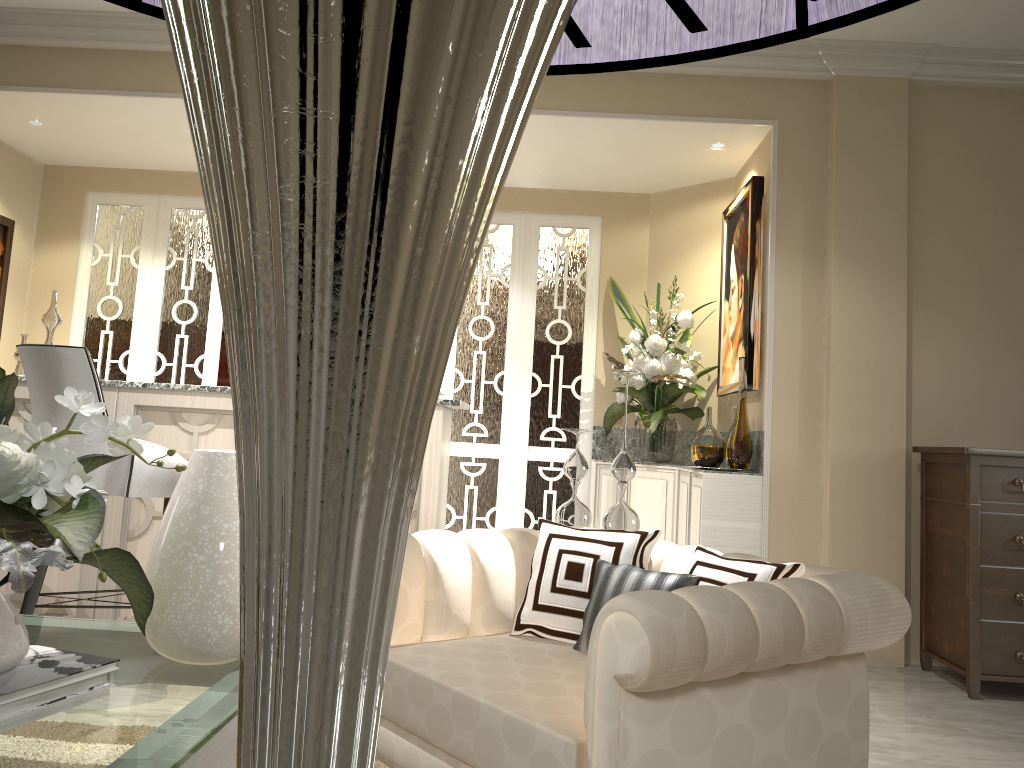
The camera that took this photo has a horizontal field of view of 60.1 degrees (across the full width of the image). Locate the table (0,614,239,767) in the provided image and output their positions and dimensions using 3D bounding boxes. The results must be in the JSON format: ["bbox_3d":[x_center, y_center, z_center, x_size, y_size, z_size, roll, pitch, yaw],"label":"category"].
[{"bbox_3d":[-1.090,0.641,1.384,1.300,0.347,1.052,3,-4,2],"label":"table"}]

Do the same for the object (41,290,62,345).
[{"bbox_3d":[-1.700,-0.182,3.260,0.109,0.332,0.109,3,-6,7],"label":"object"}]

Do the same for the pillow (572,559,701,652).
[{"bbox_3d":[0.232,0.442,1.683,0.238,0.188,0.126,0,-7,37],"label":"pillow"}]

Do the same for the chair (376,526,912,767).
[{"bbox_3d":[0.186,0.591,1.663,0.731,0.554,0.848,7,-6,-38],"label":"chair"}]

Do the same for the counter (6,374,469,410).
[{"bbox_3d":[-1.336,0.012,3.242,2.338,0.021,0.377,3,-4,2],"label":"counter"}]

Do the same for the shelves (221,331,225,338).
[{"bbox_3d":[-0.881,-0.001,6.180,2.999,2.001,0.182,3,-6,2],"label":"shelves"}]

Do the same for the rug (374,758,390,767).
[{"bbox_3d":[-1.187,0.732,0.782,2.971,0.022,2.658,3,-3,2],"label":"rug"}]

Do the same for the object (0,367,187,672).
[{"bbox_3d":[-0.841,0.196,1.348,0.547,0.477,0.508,3,-5,3],"label":"object"}]

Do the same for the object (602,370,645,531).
[{"bbox_3d":[0.361,0.266,2.864,0.121,0.616,0.120,4,-6,-3],"label":"object"}]

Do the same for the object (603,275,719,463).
[{"bbox_3d":[0.722,-0.089,4.232,0.541,0.964,0.613,3,-6,0],"label":"object"}]

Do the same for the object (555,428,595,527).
[{"bbox_3d":[0.205,0.356,2.888,0.121,0.419,0.120,3,-6,7],"label":"object"}]

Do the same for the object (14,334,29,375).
[{"bbox_3d":[-1.800,-0.103,3.254,0.051,0.162,0.051,4,-6,-3],"label":"object"}]

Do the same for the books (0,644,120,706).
[{"bbox_3d":[-0.838,0.436,1.358,0.341,0.016,0.273,2,-4,19],"label":"books"}]

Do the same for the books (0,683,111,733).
[{"bbox_3d":[-0.841,0.472,1.343,0.343,0.019,0.253,2,-4,18],"label":"books"}]

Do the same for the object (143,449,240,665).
[{"bbox_3d":[-0.561,0.322,1.686,0.252,0.388,0.250,4,-6,-3],"label":"object"}]

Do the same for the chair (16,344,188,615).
[{"bbox_3d":[-1.212,0.382,2.612,0.540,0.957,0.456,6,-6,-23],"label":"chair"}]

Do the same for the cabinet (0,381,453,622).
[{"bbox_3d":[-1.382,0.447,3.190,2.258,0.859,0.349,3,-6,2],"label":"cabinet"}]

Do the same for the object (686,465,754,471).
[{"bbox_3d":[0.840,0.343,3.575,0.270,0.013,0.270,4,-4,-14],"label":"object"}]

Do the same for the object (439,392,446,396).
[{"bbox_3d":[-0.258,-0.065,3.206,0.055,0.214,0.055,4,-6,-3],"label":"object"}]

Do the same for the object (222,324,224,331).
[{"bbox_3d":[-2.025,-0.434,6.239,0.037,0.133,0.039,3,-6,5],"label":"object"}]

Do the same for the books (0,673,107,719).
[{"bbox_3d":[-0.845,0.453,1.348,0.337,0.019,0.253,2,-4,16],"label":"books"}]

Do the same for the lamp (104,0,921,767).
[{"bbox_3d":[-0.031,-0.086,0.210,0.473,0.685,0.472,6,-6,-23],"label":"lamp"}]

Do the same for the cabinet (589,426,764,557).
[{"bbox_3d":[0.766,0.623,3.961,0.510,0.845,1.226,6,-5,-22],"label":"cabinet"}]

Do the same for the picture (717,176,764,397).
[{"bbox_3d":[0.991,-0.396,3.865,0.049,0.881,0.593,3,-6,2],"label":"picture"}]

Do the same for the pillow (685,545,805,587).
[{"bbox_3d":[0.402,0.428,1.644,0.164,0.224,0.251,7,-6,-35],"label":"pillow"}]

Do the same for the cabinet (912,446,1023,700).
[{"bbox_3d":[1.897,0.651,3.083,0.824,0.818,0.425,3,-6,2],"label":"cabinet"}]

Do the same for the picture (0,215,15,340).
[{"bbox_3d":[-2.546,-0.493,4.112,0.049,0.697,0.593,3,-5,2],"label":"picture"}]

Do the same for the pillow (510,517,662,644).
[{"bbox_3d":[0.153,0.417,1.835,0.281,0.250,0.182,1,-6,25],"label":"pillow"}]

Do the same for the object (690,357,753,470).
[{"bbox_3d":[0.850,0.121,3.596,0.238,0.460,0.202,3,-6,5],"label":"object"}]
